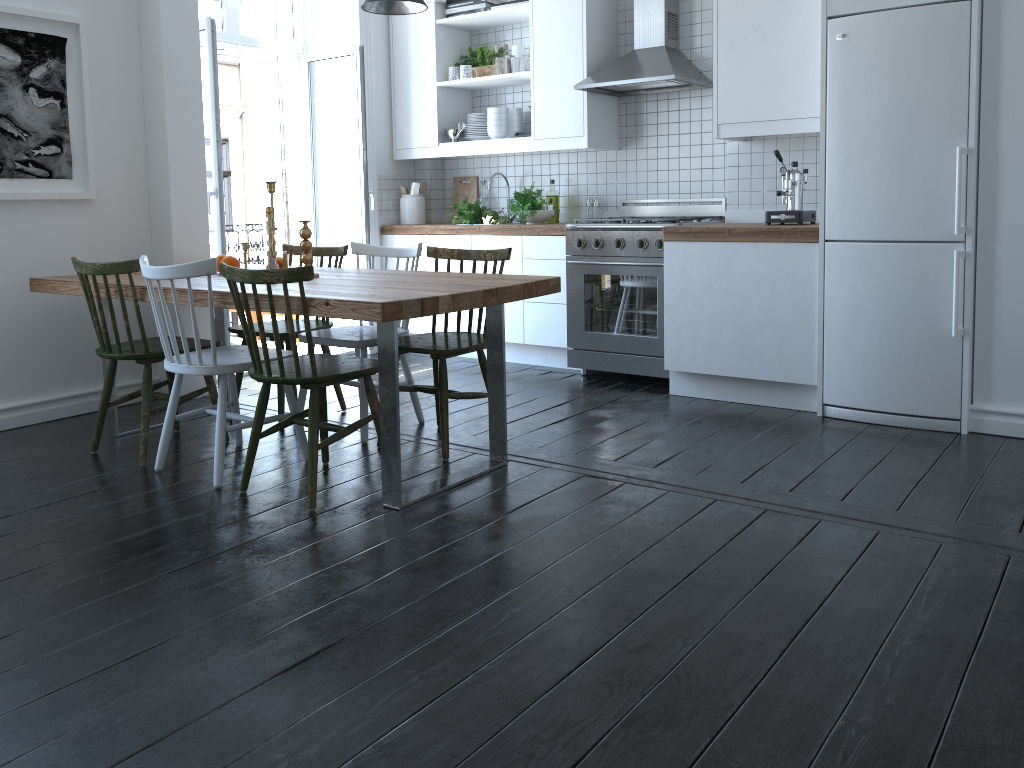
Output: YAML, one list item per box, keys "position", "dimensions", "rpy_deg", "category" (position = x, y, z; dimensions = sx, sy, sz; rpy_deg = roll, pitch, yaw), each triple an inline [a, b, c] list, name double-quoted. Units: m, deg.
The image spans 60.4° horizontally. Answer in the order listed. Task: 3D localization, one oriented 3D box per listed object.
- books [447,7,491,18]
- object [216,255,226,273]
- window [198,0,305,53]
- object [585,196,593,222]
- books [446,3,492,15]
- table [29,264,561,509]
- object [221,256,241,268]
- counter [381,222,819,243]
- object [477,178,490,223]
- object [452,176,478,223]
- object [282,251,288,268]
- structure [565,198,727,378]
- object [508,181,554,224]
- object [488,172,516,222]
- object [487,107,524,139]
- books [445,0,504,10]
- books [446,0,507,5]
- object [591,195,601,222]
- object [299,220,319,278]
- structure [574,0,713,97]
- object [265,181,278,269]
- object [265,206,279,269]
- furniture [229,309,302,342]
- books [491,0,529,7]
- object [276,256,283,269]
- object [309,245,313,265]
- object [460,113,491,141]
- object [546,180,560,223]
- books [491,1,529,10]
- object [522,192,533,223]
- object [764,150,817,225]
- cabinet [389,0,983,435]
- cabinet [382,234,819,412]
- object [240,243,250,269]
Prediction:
- position: [-0.220, -2.452, 5.889]
  dimensions: [0.353, 0.043, 0.262]
  rpy_deg: [8, 14, 37]
  category: "books"
- position: [-1.363, -0.565, 4.148]
  dimensions: [0.088, 0.089, 0.084]
  rpy_deg: [3, 9, 26]
  category: "object"
- position: [-1.782, -2.512, 5.602]
  dimensions: [0.106, 0.649, 1.194]
  rpy_deg: [3, 10, 36]
  category: "window"
- position: [0.496, -1.120, 5.641]
  dimensions: [0.059, 0.171, 0.059]
  rpy_deg: [-6, 7, -40]
  category: "object"
- position: [-0.235, -2.488, 5.885]
  dimensions: [0.330, 0.030, 0.263]
  rpy_deg: [7, 14, 33]
  category: "books"
- position: [-0.994, -0.104, 3.795]
  dimensions: [2.237, 0.707, 1.029]
  rpy_deg: [7, 12, 36]
  category: "table"
- position: [-1.307, -0.551, 4.086]
  dimensions: [0.091, 0.087, 0.084]
  rpy_deg: [-6, 9, -27]
  category: "object"
- position: [0.397, -0.917, 5.269]
  dimensions: [3.113, 0.073, 0.856]
  rpy_deg: [7, 14, 36]
  category: "counter"
- position: [-0.200, -1.279, 6.137]
  dimensions: [0.098, 0.314, 0.099]
  rpy_deg: [3, 7, 36]
  category: "object"
- position: [-0.334, -1.311, 6.271]
  dimensions: [0.221, 0.326, 0.041]
  rpy_deg: [4, 7, 36]
  category: "object"
- position: [-1.015, -0.541, 3.940]
  dimensions: [0.102, 0.113, 0.103]
  rpy_deg: [2, 9, 22]
  category: "object"
- position: [0.772, -0.559, 5.108]
  dimensions: [0.703, 1.008, 0.729]
  rpy_deg: [4, 9, 36]
  category: "structure"
- position: [0.114, -1.146, 5.575]
  dimensions: [0.272, 0.266, 0.342]
  rpy_deg: [3, 10, 26]
  category: "object"
- position: [-0.038, -1.244, 5.914]
  dimensions: [0.189, 0.348, 0.278]
  rpy_deg: [0, 8, 12]
  category: "object"
- position: [-0.043, -1.705, 5.778]
  dimensions: [0.150, 0.214, 0.313]
  rpy_deg: [4, 11, 33]
  category: "object"
- position: [-0.220, -2.519, 5.885]
  dimensions: [0.353, 0.030, 0.291]
  rpy_deg: [7, 14, 35]
  category: "books"
- position: [-0.233, -2.554, 5.886]
  dimensions: [0.327, 0.037, 0.262]
  rpy_deg: [8, 14, 37]
  category: "books"
- position: [0.533, -1.110, 5.588]
  dimensions: [0.059, 0.171, 0.059]
  rpy_deg: [-6, 7, -40]
  category: "object"
- position: [-0.886, -0.580, 3.789]
  dimensions: [0.101, 0.245, 0.101]
  rpy_deg: [-5, 7, -30]
  category: "object"
- position: [0.756, -2.357, 5.057]
  dimensions: [0.635, 1.290, 0.533]
  rpy_deg: [3, 7, 36]
  category: "structure"
- position: [-0.977, -0.611, 3.549]
  dimensions: [0.113, 0.406, 0.115]
  rpy_deg: [-1, 5, -2]
  category: "object"
- position: [-1.038, -0.611, 3.801]
  dimensions: [0.141, 0.307, 0.142]
  rpy_deg: [-2, 6, -11]
  category: "object"
- position: [-1.878, -0.564, 6.958]
  dimensions: [0.924, 0.370, 0.405]
  rpy_deg: [7, 11, 36]
  category: "furniture"
- position: [0.081, -2.437, 5.675]
  dimensions: [0.343, 0.015, 0.278]
  rpy_deg: [8, 14, 37]
  category: "books"
- position: [-1.071, -0.543, 4.033]
  dimensions: [0.085, 0.083, 0.090]
  rpy_deg: [-8, 11, -41]
  category: "object"
- position: [-0.898, -0.545, 3.887]
  dimensions: [0.049, 0.137, 0.050]
  rpy_deg: [3, 7, 36]
  category: "object"
- position: [-0.200, -1.728, 5.959]
  dimensions: [0.302, 0.192, 0.309]
  rpy_deg: [6, 12, 37]
  category: "object"
- position: [0.266, -1.192, 5.745]
  dimensions: [0.066, 0.279, 0.067]
  rpy_deg: [2, 6, 31]
  category: "object"
- position: [0.077, -2.409, 5.670]
  dimensions: [0.351, 0.037, 0.264]
  rpy_deg: [7, 14, 35]
  category: "books"
- position: [0.109, -1.195, 5.912]
  dimensions: [0.085, 0.228, 0.086]
  rpy_deg: [-1, 6, 1]
  category: "object"
- position: [1.386, -0.984, 4.420]
  dimensions: [0.206, 0.366, 0.357]
  rpy_deg: [4, 9, 36]
  category: "object"
- position: [0.671, -1.228, 5.073]
  dimensions: [3.810, 2.343, 0.786]
  rpy_deg: [7, 10, 40]
  category: "cabinet"
- position: [0.445, -0.500, 5.349]
  dimensions: [3.205, 0.804, 0.735]
  rpy_deg: [10, 13, 44]
  category: "cabinet"
- position: [-1.102, -0.504, 3.643]
  dimensions: [0.080, 0.158, 0.081]
  rpy_deg: [-2, 6, -7]
  category: "object"
